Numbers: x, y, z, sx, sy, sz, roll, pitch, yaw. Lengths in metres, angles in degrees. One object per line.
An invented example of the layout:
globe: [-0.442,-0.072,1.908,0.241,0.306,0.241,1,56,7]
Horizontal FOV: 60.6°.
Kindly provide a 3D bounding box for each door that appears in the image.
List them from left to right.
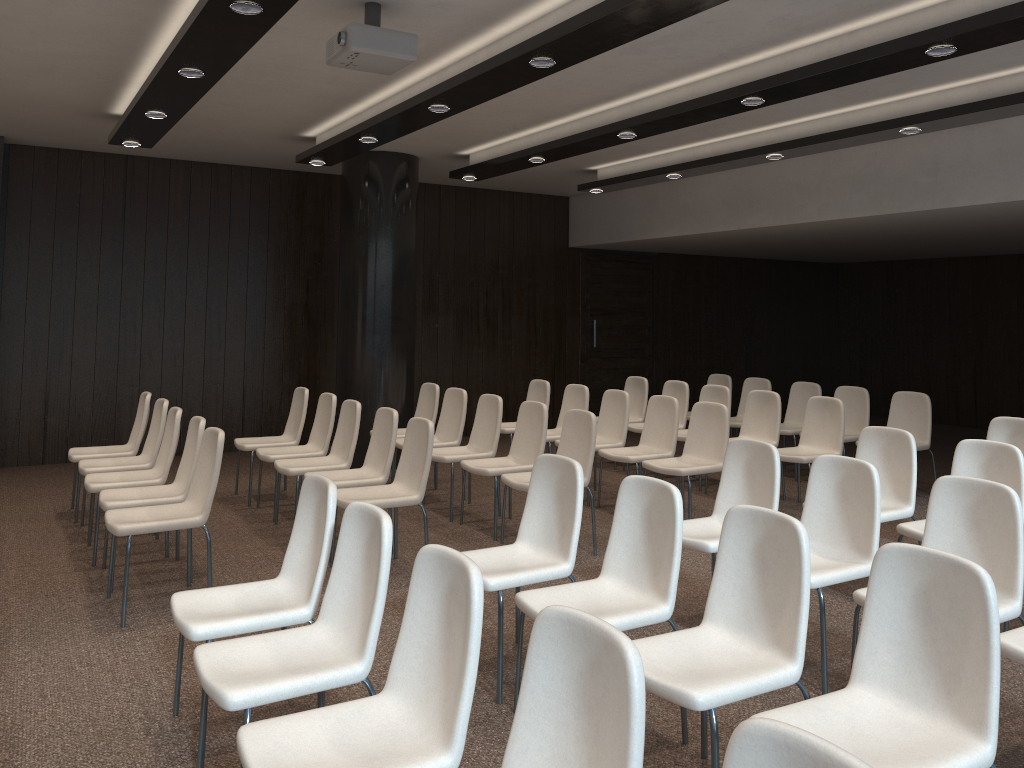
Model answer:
door: [1.496,-0.627,12.366,1.397,2.427,0.267,2,-4,-30]

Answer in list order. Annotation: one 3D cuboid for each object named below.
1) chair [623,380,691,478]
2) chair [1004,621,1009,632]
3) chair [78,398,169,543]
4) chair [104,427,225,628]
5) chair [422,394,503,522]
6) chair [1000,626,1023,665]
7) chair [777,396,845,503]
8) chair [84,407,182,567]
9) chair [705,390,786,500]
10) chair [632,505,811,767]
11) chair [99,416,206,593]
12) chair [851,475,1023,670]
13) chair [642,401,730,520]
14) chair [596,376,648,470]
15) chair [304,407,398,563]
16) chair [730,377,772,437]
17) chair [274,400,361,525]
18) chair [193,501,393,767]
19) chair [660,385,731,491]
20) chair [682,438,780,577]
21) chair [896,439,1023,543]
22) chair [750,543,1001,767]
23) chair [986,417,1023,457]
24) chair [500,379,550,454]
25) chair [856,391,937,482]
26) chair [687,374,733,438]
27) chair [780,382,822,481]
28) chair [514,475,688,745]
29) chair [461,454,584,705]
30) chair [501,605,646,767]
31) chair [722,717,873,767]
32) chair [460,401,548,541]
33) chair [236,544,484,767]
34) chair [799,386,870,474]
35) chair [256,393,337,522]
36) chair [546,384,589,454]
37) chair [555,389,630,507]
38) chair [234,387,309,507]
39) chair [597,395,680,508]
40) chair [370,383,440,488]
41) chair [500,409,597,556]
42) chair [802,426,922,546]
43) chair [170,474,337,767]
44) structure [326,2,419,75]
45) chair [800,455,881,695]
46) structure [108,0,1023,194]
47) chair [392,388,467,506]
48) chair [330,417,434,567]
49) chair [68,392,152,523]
chair: [1.431,0.426,8.612,0.556,0.908,0.529,2,-2,-29]
chair: [2.641,0.809,4.034,0.556,0.908,0.529,2,-2,-28]
chair: [-2.733,0.569,6.157,0.556,0.908,0.529,2,-2,-30]
chair: [-1.834,0.703,4.624,0.556,0.908,0.529,2,-2,-31]
chair: [-0.380,0.544,6.850,0.556,0.908,0.529,2,-2,-29]
chair: [1.955,0.888,2.934,0.556,0.908,0.529,2,-2,-32]
chair: [2.361,0.564,7.043,0.556,0.908,0.529,2,-2,-29]
chair: [-2.433,0.615,5.621,0.556,0.908,0.529,2,-2,-28]
chair: [2.016,0.517,7.570,0.556,0.908,0.529,2,-2,-32]
chair: [0.639,0.882,2.794,0.556,0.908,0.529,2,-2,-29]
chair: [-2.108,0.659,5.130,0.556,0.908,0.529,2,-2,-28]
chair: [1.678,0.846,3.413,0.556,0.908,0.529,2,-2,-31]
chair: [1.291,0.598,6.446,0.556,0.908,0.529,2,-2,-32]
chair: [1.111,0.380,9.132,0.556,0.908,0.529,2,-2,-28]
chair: [-1.056,0.622,5.769,0.556,0.908,0.529,2,-2,-28]
chair: [2.407,0.395,9.165,0.556,0.908,0.529,2,-2,-32]
chair: [-1.385,0.579,6.252,0.556,0.908,0.529,2,-2,-29]
chair: [-0.687,0.868,2.758,0.556,0.908,0.529,2,-2,-31]
chair: [1.720,0.470,8.114,0.556,0.908,0.529,2,-2,-32]
chair: [1.052,0.754,4.457,0.556,0.908,0.529,2,-2,-29]
chair: [2.346,0.765,4.541,0.556,0.908,0.529,2,-2,-31]
chair: [0.963,0.926,2.302,0.556,0.908,0.529,2,-2,-30]
chair: [3.141,0.684,5.676,0.556,0.908,0.529,2,-2,-29]
chair: [0.062,0.418,8.487,0.556,0.908,0.529,2,-2,-29]
chair: [3.347,0.529,7.641,0.556,0.908,0.529,2,-2,-32]
chair: [2.122,0.349,9.689,0.556,0.908,0.529,2,-2,-28]
chair: [2.747,0.441,8.646,0.556,0.908,0.529,2,-2,-31]
chair: [0.340,0.836,3.327,0.556,0.908,0.529,2,-2,-30]
chair: [0.005,0.790,3.843,0.556,0.908,0.529,2,-2,-32]
chair: [-0.049,0.961,1.706,0.556,0.908,0.529,2,-2,-32]
chair: [0.251,1.008,1.169,0.556,0.908,0.529,2,-2,-29]
chair: [-0.048,0.589,6.338,0.556,0.908,0.529,2,-2,-30]
chair: [-0.381,0.915,2.216,0.556,0.908,0.529,2,-2,-30]
chair: [3.024,0.483,8.167,0.556,0.908,0.529,2,-2,-32]
chair: [-1.666,0.533,6.776,0.556,0.908,0.529,2,-2,-29]
chair: [0.393,0.464,7.977,0.556,0.908,0.529,2,-2,-30]
chair: [0.693,0.510,7.443,0.556,0.908,0.529,2,-2,-29]
chair: [-1.997,0.488,7.277,0.556,0.908,0.529,2,-2,-28]
chair: [1.017,0.554,6.951,0.556,0.908,0.529,2,-2,-29]
chair: [-0.962,0.452,7.901,0.556,0.908,0.529,2,-2,-29]
chair: [0.252,0.636,5.803,0.556,0.908,0.529,2,-2,-28]
chair: [2.025,0.719,5.063,0.556,0.908,0.529,2,-2,-31]
chair: [-0.962,0.824,3.265,0.556,0.908,0.529,2,-2,-29]
structure: [-0.743,-1.834,4.588,0.408,0.316,0.383,0,1,-31]
chair: [1.340,0.801,3.930,0.556,0.908,0.529,2,-2,-30]
structure: [-2.582,-1.788,3.207,13.131,0.232,8.069,-2,5,-30]
chair: [-0.687,0.496,7.394,0.556,0.908,0.529,2,-2,-32]
chair: [-0.771,0.669,5.224,0.556,0.908,0.529,2,-2,-28]
chair: [-3.064,0.523,6.667,0.556,0.908,0.529,2,-2,-29]
